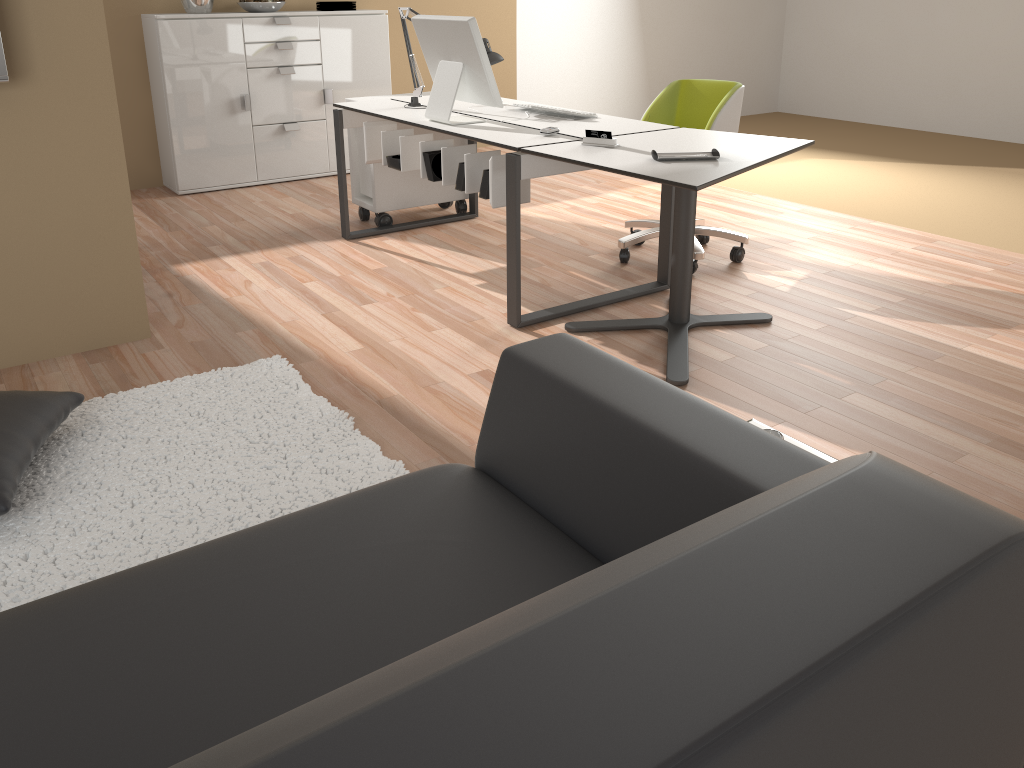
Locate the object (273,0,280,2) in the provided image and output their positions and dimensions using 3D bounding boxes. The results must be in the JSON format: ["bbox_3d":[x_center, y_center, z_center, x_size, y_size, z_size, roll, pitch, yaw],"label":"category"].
[{"bbox_3d":[-1.525,-2.460,5.701,0.057,0.061,0.055,13,25,31],"label":"object"}]

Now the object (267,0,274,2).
[{"bbox_3d":[-1.562,-2.500,5.685,0.056,0.064,0.053,-5,21,-10],"label":"object"}]

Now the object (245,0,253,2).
[{"bbox_3d":[-1.676,-2.428,5.611,0.055,0.059,0.058,3,22,9],"label":"object"}]

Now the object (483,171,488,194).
[{"bbox_3d":[-0.047,-0.772,3.377,0.135,0.109,0.040,-15,24,-32],"label":"object"}]

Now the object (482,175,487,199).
[{"bbox_3d":[-0.048,-0.773,3.378,0.135,0.109,0.041,-15,24,-32],"label":"object"}]

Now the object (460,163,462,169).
[{"bbox_3d":[-0.155,-0.838,3.525,0.135,0.109,0.040,-15,24,-32],"label":"object"}]

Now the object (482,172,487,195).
[{"bbox_3d":[-0.051,-0.774,3.382,0.135,0.109,0.041,-15,24,-32],"label":"object"}]

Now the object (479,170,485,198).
[{"bbox_3d":[-0.060,-0.780,3.395,0.135,0.109,0.041,-15,24,-32],"label":"object"}]

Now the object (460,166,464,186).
[{"bbox_3d":[-0.144,-0.831,3.510,0.135,0.109,0.041,-15,24,-32],"label":"object"}]

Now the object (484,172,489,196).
[{"bbox_3d":[-0.043,-0.769,3.371,0.135,0.109,0.041,-15,24,-32],"label":"object"}]

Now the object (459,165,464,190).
[{"bbox_3d":[-0.145,-0.832,3.512,0.135,0.109,0.041,-15,24,-32],"label":"object"}]

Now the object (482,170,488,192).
[{"bbox_3d":[-0.053,-0.775,3.384,0.135,0.109,0.040,-15,24,-32],"label":"object"}]

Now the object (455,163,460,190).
[{"bbox_3d":[-0.162,-0.842,3.535,0.135,0.109,0.041,-15,24,-32],"label":"object"}]

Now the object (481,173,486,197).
[{"bbox_3d":[-0.054,-0.776,3.385,0.135,0.109,0.041,-15,24,-32],"label":"object"}]

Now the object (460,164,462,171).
[{"bbox_3d":[-0.153,-0.837,3.523,0.135,0.109,0.040,-15,24,-32],"label":"object"}]

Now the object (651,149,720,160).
[{"bbox_3d":[0.567,-0.752,2.880,0.216,0.029,0.093,-2,24,-4],"label":"object"}]

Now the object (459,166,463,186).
[{"bbox_3d":[-0.148,-0.833,3.515,0.135,0.109,0.041,-15,24,-32],"label":"object"}]

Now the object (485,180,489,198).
[{"bbox_3d":[-0.038,-0.766,3.364,0.135,0.109,0.041,-15,24,-32],"label":"object"}]

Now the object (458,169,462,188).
[{"bbox_3d":[-0.150,-0.835,3.519,0.135,0.109,0.041,-15,24,-32],"label":"object"}]

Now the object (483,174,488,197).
[{"bbox_3d":[-0.046,-0.771,3.375,0.135,0.109,0.041,-15,24,-32],"label":"object"}]

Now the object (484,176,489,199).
[{"bbox_3d":[-0.041,-0.768,3.367,0.135,0.109,0.041,-15,24,-32],"label":"object"}]

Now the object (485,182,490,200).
[{"bbox_3d":[-0.037,-0.765,3.362,0.135,0.109,0.041,-15,24,-32],"label":"object"}]

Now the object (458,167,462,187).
[{"bbox_3d":[-0.152,-0.836,3.521,0.135,0.109,0.041,-15,24,-32],"label":"object"}]

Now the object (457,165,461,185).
[{"bbox_3d":[-0.157,-0.839,3.528,0.135,0.109,0.041,-15,24,-32],"label":"object"}]

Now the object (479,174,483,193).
[{"bbox_3d":[-0.064,-0.782,3.400,0.135,0.109,0.041,-15,24,-32],"label":"object"}]

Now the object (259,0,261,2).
[{"bbox_3d":[-1.600,-2.472,5.640,0.056,0.061,0.054,17,27,37],"label":"object"}]

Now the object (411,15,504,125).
[{"bbox_3d":[-0.238,-1.317,3.679,0.200,0.415,0.479,-13,25,-31],"label":"object"}]

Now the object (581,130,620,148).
[{"bbox_3d":[0.317,-0.878,3.137,0.131,0.053,0.050,13,25,29],"label":"object"}]

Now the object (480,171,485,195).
[{"bbox_3d":[-0.059,-0.779,3.393,0.135,0.109,0.041,-15,24,-32],"label":"object"}]

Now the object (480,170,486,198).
[{"bbox_3d":[-0.056,-0.777,3.389,0.135,0.109,0.041,-15,24,-32],"label":"object"}]

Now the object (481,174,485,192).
[{"bbox_3d":[-0.057,-0.778,3.389,0.135,0.109,0.040,-15,24,-32],"label":"object"}]

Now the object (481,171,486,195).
[{"bbox_3d":[-0.055,-0.777,3.387,0.135,0.109,0.041,-15,24,-32],"label":"object"}]

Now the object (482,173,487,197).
[{"bbox_3d":[-0.050,-0.773,3.380,0.135,0.109,0.041,-15,24,-32],"label":"object"}]

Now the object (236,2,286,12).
[{"bbox_3d":[-1.620,-2.441,5.699,0.315,0.061,0.325,8,25,19],"label":"object"}]

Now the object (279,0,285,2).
[{"bbox_3d":[-1.503,-2.509,5.726,0.053,0.065,0.054,-10,23,-24],"label":"object"}]

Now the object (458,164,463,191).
[{"bbox_3d":[-0.149,-0.834,3.517,0.135,0.109,0.041,-15,24,-32],"label":"object"}]

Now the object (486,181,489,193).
[{"bbox_3d":[-0.037,-0.766,3.362,0.135,0.109,0.040,-15,24,-32],"label":"object"}]

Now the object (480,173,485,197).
[{"bbox_3d":[-0.058,-0.778,3.391,0.135,0.109,0.041,-15,24,-32],"label":"object"}]

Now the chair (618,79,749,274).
[{"bbox_3d":[0.807,-0.989,4.119,0.627,0.779,0.616,11,24,28],"label":"chair"}]

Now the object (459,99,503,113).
[{"bbox_3d":[-0.141,-1.298,4.155,0.142,0.077,0.381,14,28,31],"label":"object"}]

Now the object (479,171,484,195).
[{"bbox_3d":[-0.063,-0.781,3.398,0.135,0.109,0.041,-15,24,-32],"label":"object"}]

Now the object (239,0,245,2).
[{"bbox_3d":[-1.719,-2.447,5.640,0.053,0.062,0.057,13,25,32],"label":"object"}]

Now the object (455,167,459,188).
[{"bbox_3d":[-0.164,-0.843,3.537,0.135,0.109,0.041,-15,24,-32],"label":"object"}]

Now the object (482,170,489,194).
[{"bbox_3d":[-0.051,-0.774,3.382,0.135,0.109,0.040,-15,24,-32],"label":"object"}]

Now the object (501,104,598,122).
[{"bbox_3d":[0.078,-1.173,3.876,0.394,0.077,0.467,-19,30,-35],"label":"object"}]

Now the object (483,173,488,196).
[{"bbox_3d":[-0.046,-0.771,3.375,0.135,0.109,0.040,-15,24,-32],"label":"object"}]

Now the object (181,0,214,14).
[{"bbox_3d":[-1.708,-2.779,5.538,0.871,0.813,0.271,-17,25,-35],"label":"object"}]

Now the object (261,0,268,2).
[{"bbox_3d":[-1.576,-2.421,5.615,0.056,0.063,0.053,-9,22,-20],"label":"object"}]

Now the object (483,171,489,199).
[{"bbox_3d":[-0.045,-0.770,3.373,0.135,0.109,0.041,-15,24,-32],"label":"object"}]

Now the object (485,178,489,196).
[{"bbox_3d":[-0.039,-0.767,3.366,0.135,0.109,0.041,-15,24,-32],"label":"object"}]

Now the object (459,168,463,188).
[{"bbox_3d":[-0.147,-0.833,3.514,0.135,0.109,0.041,-15,24,-32],"label":"object"}]

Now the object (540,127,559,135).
[{"bbox_3d":[0.144,-0.969,3.369,0.048,0.020,0.086,15,28,31],"label":"object"}]

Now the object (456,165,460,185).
[{"bbox_3d":[-0.161,-0.841,3.534,0.135,0.109,0.041,-15,24,-32],"label":"object"}]

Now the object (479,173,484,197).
[{"bbox_3d":[-0.062,-0.781,3.396,0.135,0.109,0.041,-15,24,-32],"label":"object"}]

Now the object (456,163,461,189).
[{"bbox_3d":[-0.158,-0.840,3.530,0.135,0.109,0.041,-15,24,-32],"label":"object"}]

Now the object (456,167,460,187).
[{"bbox_3d":[-0.160,-0.841,3.532,0.135,0.109,0.041,-15,24,-32],"label":"object"}]
